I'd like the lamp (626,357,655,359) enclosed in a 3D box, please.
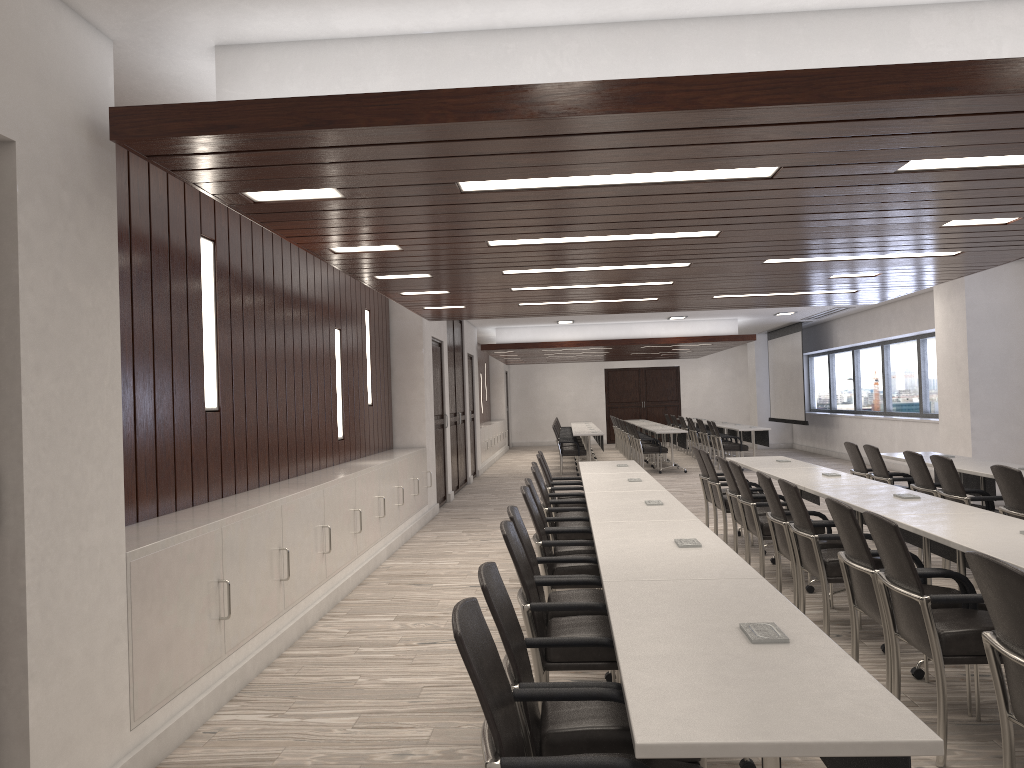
[{"bbox_3d":[3.742,-0.733,23.719,1.496,0.045,0.236,-2,-1,3],"label":"lamp"}]

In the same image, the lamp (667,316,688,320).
[{"bbox_3d":[3.163,-1.317,16.960,0.324,0.120,0.519,-2,-1,3],"label":"lamp"}]

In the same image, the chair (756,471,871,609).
[{"bbox_3d":[1.914,1.020,5.662,0.638,0.939,0.513,-2,-1,4],"label":"chair"}]

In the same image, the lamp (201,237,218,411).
[{"bbox_3d":[-1.911,-0.365,5.452,0.094,1.058,0.236,-2,-1,3],"label":"lamp"}]

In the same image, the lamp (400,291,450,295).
[{"bbox_3d":[-0.812,-0.870,8.230,0.464,0.045,0.236,-2,-1,3],"label":"lamp"}]

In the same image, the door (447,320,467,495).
[{"bbox_3d":[-0.946,0.286,14.476,0.200,2.889,2.327,-2,-1,3],"label":"door"}]

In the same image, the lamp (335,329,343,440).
[{"bbox_3d":[-1.713,0.005,8.521,0.094,1.058,0.236,-2,-1,3],"label":"lamp"}]

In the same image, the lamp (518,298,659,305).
[{"bbox_3d":[0.810,-0.901,9.455,1.496,0.045,0.236,-2,-1,3],"label":"lamp"}]

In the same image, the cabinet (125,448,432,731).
[{"bbox_3d":[-1.456,1.083,7.263,0.476,0.698,7.540,-2,-1,3],"label":"cabinet"}]

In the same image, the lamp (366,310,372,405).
[{"bbox_3d":[-1.643,-0.292,9.844,0.094,1.058,0.236,-2,-1,3],"label":"lamp"}]

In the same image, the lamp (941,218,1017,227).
[{"bbox_3d":[2.941,-1.044,5.580,0.421,0.046,0.236,-2,-1,3],"label":"lamp"}]

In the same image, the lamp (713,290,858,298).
[{"bbox_3d":[2.866,-0.972,9.331,1.496,0.045,0.236,-2,-1,3],"label":"lamp"}]

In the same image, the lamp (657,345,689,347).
[{"bbox_3d":[3.421,-0.820,18.450,1.496,0.045,0.236,-2,-1,3],"label":"lamp"}]

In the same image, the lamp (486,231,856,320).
[{"bbox_3d":[3.555,-1.202,11.784,1.469,0.552,14.295,-2,-1,26],"label":"lamp"}]

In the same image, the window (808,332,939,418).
[{"bbox_3d":[7.185,-0.106,17.003,0.118,1.419,10.452,-2,-1,3],"label":"window"}]

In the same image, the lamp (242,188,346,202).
[{"bbox_3d":[-1.053,-0.936,4.278,0.464,0.045,0.236,-2,-1,3],"label":"lamp"}]

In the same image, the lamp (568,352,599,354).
[{"bbox_3d":[1.459,-0.724,20.111,1.496,0.045,0.236,-2,-1,3],"label":"lamp"}]

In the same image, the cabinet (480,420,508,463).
[{"bbox_3d":[-0.580,1.322,21.668,0.476,0.698,7.540,-2,-1,3],"label":"cabinet"}]

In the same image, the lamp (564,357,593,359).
[{"bbox_3d":[1.606,-0.684,22.526,1.496,0.045,0.236,-2,-1,3],"label":"lamp"}]

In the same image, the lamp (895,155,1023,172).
[{"bbox_3d":[4.480,-1.278,9.398,1.499,0.552,12.001,-2,-1,20],"label":"lamp"}]

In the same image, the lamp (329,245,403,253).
[{"bbox_3d":[-0.959,-0.910,5.815,0.464,0.045,0.236,-2,-1,3],"label":"lamp"}]

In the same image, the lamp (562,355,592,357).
[{"bbox_3d":[1.539,-0.702,21.428,1.496,0.045,0.236,-2,-1,3],"label":"lamp"}]

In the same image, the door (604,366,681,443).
[{"bbox_3d":[4.076,0.646,27.564,2.329,2.323,0.200,-2,-1,3],"label":"door"}]

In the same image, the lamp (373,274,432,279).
[{"bbox_3d":[-0.879,-0.888,7.133,0.464,0.045,0.236,-2,-1,3],"label":"lamp"}]

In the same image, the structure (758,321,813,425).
[{"bbox_3d":[6.332,-0.258,20.569,0.438,2.329,3.550,-2,-1,3],"label":"structure"}]

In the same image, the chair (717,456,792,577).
[{"bbox_3d":[2.009,1.045,7.169,0.638,0.939,0.513,-2,-1,3],"label":"chair"}]

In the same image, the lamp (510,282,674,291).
[{"bbox_3d":[0.730,-0.923,8.137,1.496,0.045,0.236,-2,-1,3],"label":"lamp"}]

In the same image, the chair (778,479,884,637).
[{"bbox_3d":[1.901,1.011,5.131,0.638,0.939,0.513,-2,-1,3],"label":"chair"}]

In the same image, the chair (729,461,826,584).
[{"bbox_3d":[1.975,1.037,6.647,0.638,0.939,0.513,-2,-1,3],"label":"chair"}]

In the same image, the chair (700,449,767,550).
[{"bbox_3d":[2.076,1.062,8.169,0.638,0.939,0.513,-2,-1,3],"label":"chair"}]

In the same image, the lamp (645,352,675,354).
[{"bbox_3d":[3.595,-0.773,21.304,1.496,0.045,0.236,-2,-1,3],"label":"lamp"}]

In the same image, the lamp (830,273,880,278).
[{"bbox_3d":[3.088,-1.004,7.995,0.421,0.046,0.236,-2,-1,3],"label":"lamp"}]

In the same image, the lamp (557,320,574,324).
[{"bbox_3d":[1.030,-1.244,17.089,0.324,0.120,0.519,-2,-1,3],"label":"lamp"}]

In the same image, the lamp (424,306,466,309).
[{"bbox_3d":[-0.732,-0.848,9.548,0.464,0.045,0.236,-2,-1,3],"label":"lamp"}]

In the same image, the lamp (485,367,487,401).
[{"bbox_3d":[-0.768,-0.053,24.232,0.094,1.058,0.236,-2,-1,3],"label":"lamp"}]

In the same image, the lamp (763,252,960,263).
[{"bbox_3d":[2.719,-1.012,6.916,1.496,0.045,0.236,-2,-1,3],"label":"lamp"}]

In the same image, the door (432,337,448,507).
[{"bbox_3d":[-1.066,0.533,12.338,0.200,2.323,1.163,-2,-1,3],"label":"door"}]

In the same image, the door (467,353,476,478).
[{"bbox_3d":[-0.807,0.604,16.600,0.200,2.323,1.163,-2,-1,3],"label":"door"}]

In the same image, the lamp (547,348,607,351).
[{"bbox_3d":[1.365,-0.750,18.574,1.496,0.045,0.236,-2,-1,3],"label":"lamp"}]

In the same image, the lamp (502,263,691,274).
[{"bbox_3d":[0.663,-0.941,7.040,1.496,0.045,0.236,-2,-1,3],"label":"lamp"}]

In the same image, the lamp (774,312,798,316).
[{"bbox_3d":[5.190,-1.386,16.838,0.324,0.120,0.519,-2,-1,3],"label":"lamp"}]

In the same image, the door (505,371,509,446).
[{"bbox_3d":[-0.194,0.771,26.662,0.200,2.323,1.163,-2,-1,3],"label":"door"}]

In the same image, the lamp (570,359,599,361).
[{"bbox_3d":[1.686,-0.662,23.843,1.496,0.045,0.236,-2,-1,3],"label":"lamp"}]
